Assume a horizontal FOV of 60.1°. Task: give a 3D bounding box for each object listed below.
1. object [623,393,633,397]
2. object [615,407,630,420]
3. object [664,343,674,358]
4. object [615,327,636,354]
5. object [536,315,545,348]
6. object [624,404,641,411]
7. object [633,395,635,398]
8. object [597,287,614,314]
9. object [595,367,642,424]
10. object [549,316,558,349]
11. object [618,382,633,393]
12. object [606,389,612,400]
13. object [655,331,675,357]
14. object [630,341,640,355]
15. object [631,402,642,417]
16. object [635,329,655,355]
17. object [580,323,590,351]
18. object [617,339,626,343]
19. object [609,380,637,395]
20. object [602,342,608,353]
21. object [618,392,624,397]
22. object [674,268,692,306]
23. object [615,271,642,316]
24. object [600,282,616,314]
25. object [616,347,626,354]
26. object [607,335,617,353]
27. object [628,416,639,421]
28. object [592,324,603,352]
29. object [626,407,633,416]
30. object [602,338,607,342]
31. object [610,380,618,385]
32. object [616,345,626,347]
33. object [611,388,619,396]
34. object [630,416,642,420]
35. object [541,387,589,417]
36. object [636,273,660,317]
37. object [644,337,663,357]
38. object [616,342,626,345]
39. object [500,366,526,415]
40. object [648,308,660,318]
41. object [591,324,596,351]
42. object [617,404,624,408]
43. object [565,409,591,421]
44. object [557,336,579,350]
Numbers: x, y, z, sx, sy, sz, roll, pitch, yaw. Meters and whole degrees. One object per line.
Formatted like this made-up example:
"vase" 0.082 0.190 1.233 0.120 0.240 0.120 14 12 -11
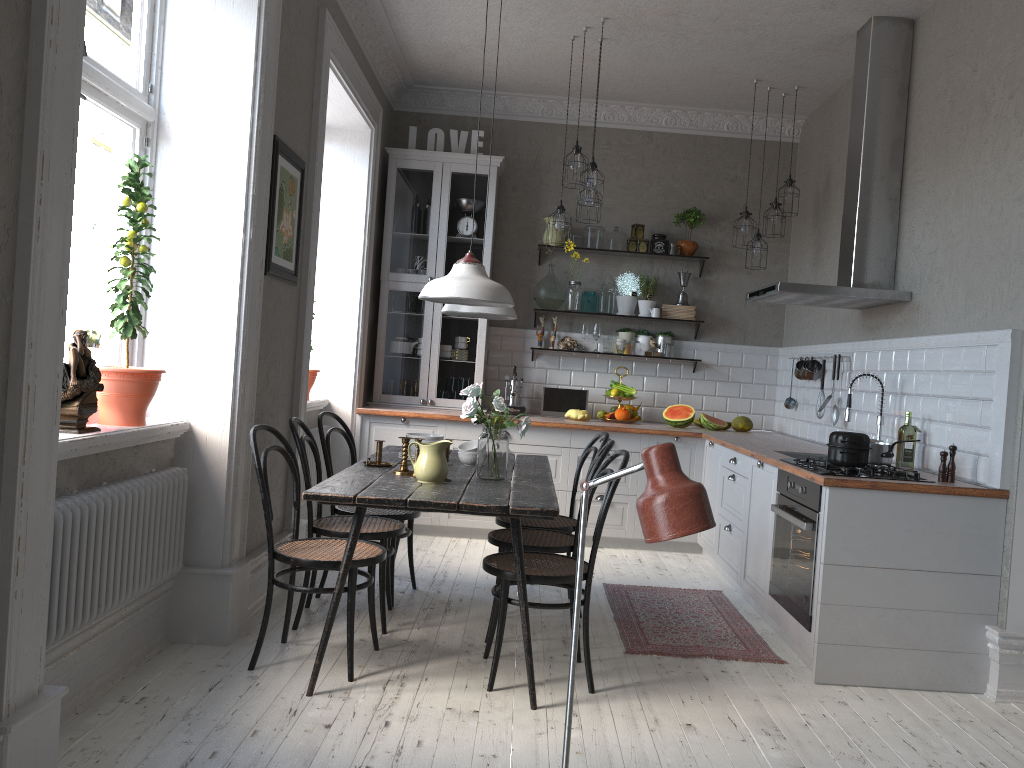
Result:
"object" 0.867 0.095 6.675 0.077 0.062 0.099 4 1 -27
"object" 0.819 0.221 6.573 0.115 0.110 0.109 3 1 -33
"object" 1.211 -0.259 6.830 0.078 0.108 0.077 4 1 -7
"object" 0.878 -0.340 6.917 0.159 0.217 0.154 4 1 -21
"object" 0.222 -0.406 6.878 0.054 0.264 0.060 4 1 -29
"object" 0.910 0.185 6.722 0.127 0.056 0.059 4 1 -9
"object" 0.908 0.095 6.706 0.052 0.050 0.049 4 1 9
"object" 0.723 -0.639 6.814 0.123 0.206 0.127 4 1 22
"object" 0.819 0.080 6.695 0.356 0.425 0.348 4 1 -15
"object" 0.327 -0.398 6.865 0.052 0.264 0.063 5 1 36
"object" 0.866 0.036 6.737 0.178 0.096 0.089 4 1 19
"object" 0.756 0.078 6.698 0.097 0.078 0.100 4 1 -13
"object" 1.198 -0.312 6.943 0.159 0.213 0.152 4 1 -3
"object" 0.952 -0.278 6.849 0.078 0.108 0.077 4 1 -7
"object" 0.936 0.194 6.715 0.060 0.120 0.127 5 1 24
"object" 1.033 -0.324 6.930 0.170 0.214 0.150 5 1 29
"object" 0.565 -0.361 6.887 0.083 0.217 0.081 4 1 -14
"object" 0.838 -0.317 6.791 0.078 0.051 0.076 4 1 -15
"object" 0.837 0.026 6.668 0.210 0.101 0.067 4 1 5
"object" 0.738 -0.282 6.907 0.077 0.083 0.079 4 1 17
"object" 0.810 0.090 6.640 0.063 0.061 0.066 4 1 0
"object" 1.334 -0.747 6.890 0.132 0.287 0.129 4 1 -15
"object" 0.916 -0.702 6.908 0.242 0.354 0.237 4 1 17
"object" 0.750 -0.668 6.965 0.131 0.264 0.132 4 1 5
"object" 0.834 -0.257 6.792 0.077 0.051 0.077 4 1 -8
"object" 0.770 -0.306 6.832 0.080 0.139 0.077 4 1 -28
"object" 0.907 0.261 6.643 0.069 0.051 0.088 3 1 -43
"object" 0.653 -0.353 6.796 0.083 0.217 0.081 4 1 -14
"object" 0.861 0.211 6.649 0.087 0.078 0.089 5 1 26
"object" 0.741 -0.315 6.907 0.077 0.083 0.079 4 1 17
"object" 0.772 -0.001 6.670 0.074 0.058 0.050 4 1 -24
"object" 0.835 -0.274 6.791 0.077 0.051 0.077 4 1 -8
"object" 0.771 0.065 6.623 0.058 0.069 0.080 4 1 19
"object" 0.893 0.248 6.764 0.212 0.044 0.055 5 1 38
"object" 0.398 0.147 6.721 0.352 0.226 0.088 4 1 -1
"object" 1.049 -0.704 6.859 0.188 0.380 0.166 3 1 -39
"object" 1.103 -0.284 6.845 0.121 0.147 0.099 3 1 -33
"object" 0.836 -0.291 6.791 0.076 0.051 0.078 4 1 18
"object" 0.013 0.049 6.623 0.206 0.370 0.353 4 1 0
"object" 1.103 -0.545 6.800 0.104 0.071 0.064 5 1 29
"object" 0.651 -0.354 6.885 0.083 0.217 0.081 4 1 -14
"object" 0.831 0.197 6.762 0.086 0.093 0.086 4 1 -4
"object" 0.487 0.228 6.522 0.197 0.083 0.189 4 1 0
"object" 0.425 -0.315 6.844 0.179 0.111 0.095 4 1 -23
